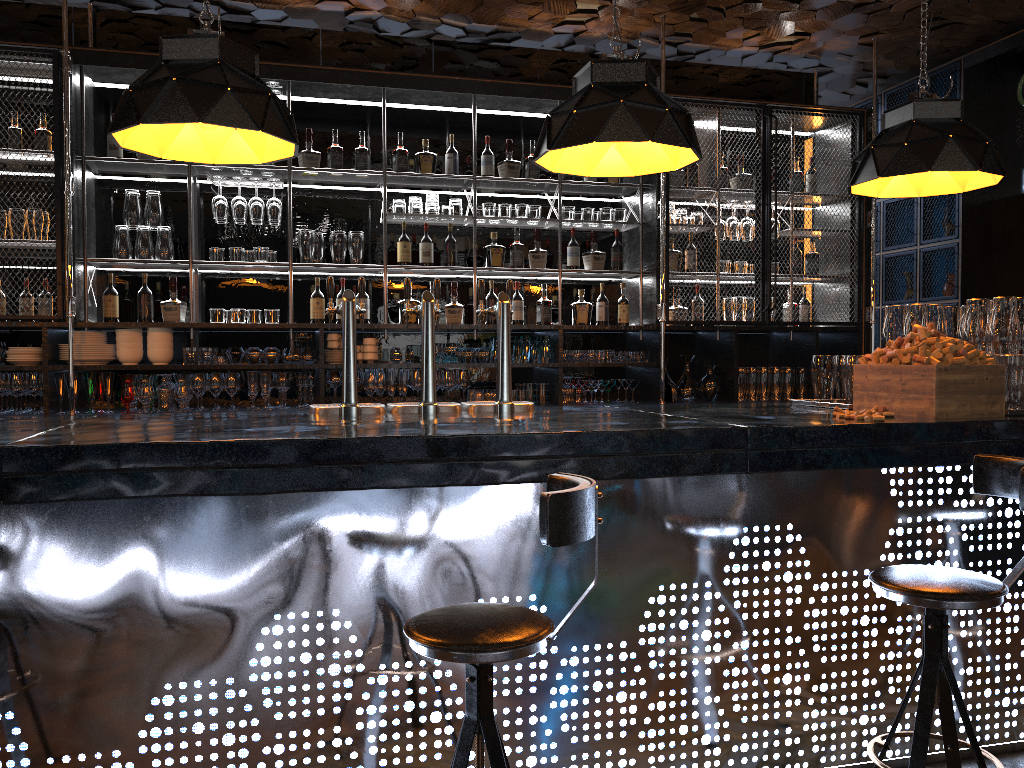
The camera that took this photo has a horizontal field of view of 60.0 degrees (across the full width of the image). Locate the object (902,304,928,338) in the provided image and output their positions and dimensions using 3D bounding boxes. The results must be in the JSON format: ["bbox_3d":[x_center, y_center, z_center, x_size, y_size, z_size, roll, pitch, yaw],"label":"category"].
[{"bbox_3d":[1.663,-0.224,3.652,0.105,0.209,0.105,0,2,10],"label":"object"}]

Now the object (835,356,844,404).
[{"bbox_3d":[1.435,-0.018,3.808,0.105,0.209,0.105,0,2,10],"label":"object"}]

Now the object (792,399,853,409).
[{"bbox_3d":[1.390,0.082,3.672,0.273,0.019,0.437,-1,2,-15],"label":"object"}]

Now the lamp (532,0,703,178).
[{"bbox_3d":[0.372,-1.577,3.145,0.582,1.564,0.607,-1,2,-15],"label":"lamp"}]

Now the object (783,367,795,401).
[{"bbox_3d":[1.914,0.000,6.126,0.079,0.231,0.079,0,2,21],"label":"object"}]

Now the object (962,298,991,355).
[{"bbox_3d":[1.751,-0.215,3.333,0.105,0.209,0.105,0,2,10],"label":"object"}]

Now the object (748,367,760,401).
[{"bbox_3d":[1.649,0.003,6.058,0.079,0.231,0.079,-1,2,-19],"label":"object"}]

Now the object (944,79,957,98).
[{"bbox_3d":[3.283,-2.097,6.589,0.116,0.358,0.198,-1,2,-15],"label":"object"}]

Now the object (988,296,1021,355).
[{"bbox_3d":[1.790,-0.212,3.223,0.105,0.209,0.105,0,2,10],"label":"object"}]

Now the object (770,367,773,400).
[{"bbox_3d":[1.844,-0.003,6.203,0.079,0.231,0.079,-1,2,-13],"label":"object"}]

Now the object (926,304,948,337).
[{"bbox_3d":[1.750,-0.226,3.679,0.105,0.209,0.105,0,2,10],"label":"object"}]

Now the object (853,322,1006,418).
[{"bbox_3d":[1.517,-0.057,3.220,0.340,0.332,0.464,-1,2,-12],"label":"object"}]

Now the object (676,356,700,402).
[{"bbox_3d":[1.201,-0.038,6.066,0.170,0.313,0.170,-1,2,-20],"label":"object"}]

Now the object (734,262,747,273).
[{"bbox_3d":[1.600,-0.807,6.210,0.089,0.092,0.089,-1,2,-14],"label":"object"}]

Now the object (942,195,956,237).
[{"bbox_3d":[3.316,-1.229,6.621,0.116,0.358,0.198,-2,2,-45],"label":"object"}]

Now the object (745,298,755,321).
[{"bbox_3d":[1.672,-0.500,6.237,0.105,0.209,0.105,-1,2,-30],"label":"object"}]

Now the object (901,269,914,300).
[{"bbox_3d":[3.240,-0.772,7.030,0.290,0.290,0.097,1,2,24],"label":"object"}]

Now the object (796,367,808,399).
[{"bbox_3d":[2.012,-0.002,6.154,0.079,0.231,0.079,-1,2,-19],"label":"object"}]

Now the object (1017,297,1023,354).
[{"bbox_3d":[1.877,-0.213,3.250,0.105,0.209,0.105,0,2,10],"label":"object"}]

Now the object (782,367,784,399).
[{"bbox_3d":[1.953,-0.006,6.313,0.079,0.231,0.079,1,2,40],"label":"object"}]

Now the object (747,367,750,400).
[{"bbox_3d":[1.684,-0.004,6.254,0.079,0.231,0.079,0,2,17],"label":"object"}]

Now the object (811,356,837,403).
[{"bbox_3d":[1.326,-0.016,3.772,0.105,0.209,0.105,0,2,10],"label":"object"}]

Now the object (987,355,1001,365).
[{"bbox_3d":[1.769,-0.004,3.280,0.105,0.209,0.105,0,2,10],"label":"object"}]

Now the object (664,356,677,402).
[{"bbox_3d":[1.029,-0.033,6.021,0.186,0.307,0.186,0,2,-9],"label":"object"}]

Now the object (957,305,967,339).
[{"bbox_3d":[1.934,-0.228,3.733,0.105,0.209,0.105,0,2,10],"label":"object"}]

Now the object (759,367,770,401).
[{"bbox_3d":[1.730,0.002,6.081,0.079,0.231,0.079,-2,2,-39],"label":"object"}]

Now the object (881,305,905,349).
[{"bbox_3d":[1.624,-0.228,3.762,0.105,0.209,0.105,0,2,10],"label":"object"}]

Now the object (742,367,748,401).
[{"bbox_3d":[1.598,0.000,6.136,0.079,0.231,0.079,-1,2,-35],"label":"object"}]

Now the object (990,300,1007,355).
[{"bbox_3d":[1.858,-0.216,3.367,0.105,0.209,0.105,0,2,10],"label":"object"}]

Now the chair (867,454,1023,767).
[{"bbox_3d":[1.122,0.749,2.291,0.476,1.108,0.419,0,2,0],"label":"chair"}]

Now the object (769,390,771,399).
[{"bbox_3d":[1.887,-0.009,6.396,0.079,0.231,0.079,0,2,14],"label":"object"}]

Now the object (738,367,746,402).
[{"bbox_3d":[1.551,0.004,6.030,0.079,0.231,0.079,0,2,21],"label":"object"}]

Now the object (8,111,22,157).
[{"bbox_3d":[-2.826,-1.422,5.043,0.073,0.246,0.072,-1,2,-30],"label":"object"}]

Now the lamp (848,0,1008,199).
[{"bbox_3d":[1.690,-1.596,3.619,0.582,1.564,0.607,-1,2,-15],"label":"lamp"}]

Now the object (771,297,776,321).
[{"bbox_3d":[1.792,-0.500,6.208,0.105,0.209,0.105,-1,2,-30],"label":"object"}]

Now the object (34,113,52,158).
[{"bbox_3d":[-2.686,-1.424,5.081,0.073,0.246,0.072,0,2,0],"label":"object"}]

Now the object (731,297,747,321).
[{"bbox_3d":[1.571,-0.497,6.146,0.105,0.209,0.105,-1,2,-30],"label":"object"}]

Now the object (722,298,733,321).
[{"bbox_3d":[1.535,-0.500,6.255,0.105,0.209,0.105,-1,2,-30],"label":"object"}]

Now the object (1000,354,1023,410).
[{"bbox_3d":[1.787,-0.001,3.166,0.105,0.209,0.105,0,2,10],"label":"object"}]

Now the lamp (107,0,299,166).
[{"bbox_3d":[-1.007,-1.566,2.901,0.582,1.564,0.607,-1,2,-15],"label":"lamp"}]

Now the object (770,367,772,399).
[{"bbox_3d":[1.867,-0.006,6.299,0.079,0.231,0.079,1,2,33],"label":"object"}]

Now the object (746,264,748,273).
[{"bbox_3d":[1.639,-0.811,6.336,0.089,0.092,0.089,-2,2,-39],"label":"object"}]

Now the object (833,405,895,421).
[{"bbox_3d":[1.204,0.101,3.041,0.198,0.045,0.377,1,2,23],"label":"object"}]

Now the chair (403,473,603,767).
[{"bbox_3d":[-0.042,0.764,1.932,0.476,1.108,0.419,0,2,0],"label":"chair"}]

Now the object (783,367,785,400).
[{"bbox_3d":[1.937,-0.004,6.226,0.079,0.231,0.079,-1,2,-35],"label":"object"}]

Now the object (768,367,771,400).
[{"bbox_3d":[1.758,-0.001,6.174,0.079,0.231,0.079,0,2,-5],"label":"object"}]

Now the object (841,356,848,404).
[{"bbox_3d":[1.417,-0.014,3.671,0.105,0.209,0.105,0,2,10],"label":"object"}]

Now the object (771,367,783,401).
[{"bbox_3d":[1.825,0.000,6.106,0.079,0.231,0.079,0,2,12],"label":"object"}]

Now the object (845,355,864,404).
[{"bbox_3d":[1.388,-0.010,3.551,0.105,0.209,0.105,-2,2,-40],"label":"object"}]

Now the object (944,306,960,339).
[{"bbox_3d":[1.895,-0.231,3.843,0.105,0.209,0.105,0,2,10],"label":"object"}]

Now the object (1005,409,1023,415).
[{"bbox_3d":[1.811,0.091,3.318,0.273,0.019,0.437,-1,2,-15],"label":"object"}]

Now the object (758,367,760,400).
[{"bbox_3d":[1.766,-0.004,6.265,0.079,0.231,0.079,-1,2,-22],"label":"object"}]

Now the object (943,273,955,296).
[{"bbox_3d":[3.376,-0.725,6.635,0.278,0.222,0.138,0,2,15],"label":"object"}]

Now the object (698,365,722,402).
[{"bbox_3d":[1.352,-0.005,6.049,0.158,0.248,0.158,-1,2,-20],"label":"object"}]
